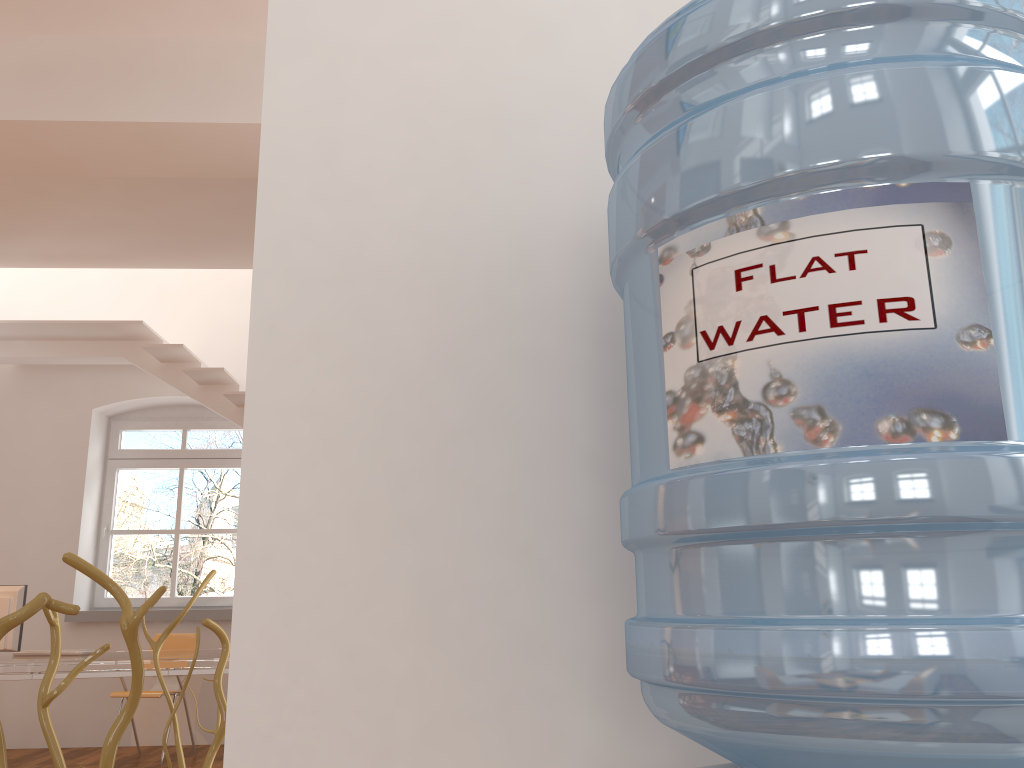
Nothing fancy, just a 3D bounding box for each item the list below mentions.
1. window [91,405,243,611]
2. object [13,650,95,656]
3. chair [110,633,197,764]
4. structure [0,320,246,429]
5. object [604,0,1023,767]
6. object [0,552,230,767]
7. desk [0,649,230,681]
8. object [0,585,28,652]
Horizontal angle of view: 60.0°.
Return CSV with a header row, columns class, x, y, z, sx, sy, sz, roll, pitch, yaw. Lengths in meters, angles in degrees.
class,x,y,z,sx,sy,sz,roll,pitch,yaw
window,-2.827,1.029,7.524,1.308,1.737,0.142,0,-14,-3
object,-2.849,1.675,5.540,0.467,0.031,0.200,-2,-14,7
chair,-2.511,2.191,6.230,0.495,0.829,0.464,-4,-14,12
structure,-1.711,0.877,5.480,4.630,3.042,3.450,0,-14,-3
object,0.278,0.453,0.604,0.436,1.490,0.436,4,-14,-17
object,-0.474,0.765,1.046,0.284,1.112,0.655,-5,-14,18
desk,-2.370,2.012,5.302,2.239,0.750,1.092,2,-14,-13
object,-3.114,1.388,5.163,0.516,0.418,0.245,-8,-15,26
